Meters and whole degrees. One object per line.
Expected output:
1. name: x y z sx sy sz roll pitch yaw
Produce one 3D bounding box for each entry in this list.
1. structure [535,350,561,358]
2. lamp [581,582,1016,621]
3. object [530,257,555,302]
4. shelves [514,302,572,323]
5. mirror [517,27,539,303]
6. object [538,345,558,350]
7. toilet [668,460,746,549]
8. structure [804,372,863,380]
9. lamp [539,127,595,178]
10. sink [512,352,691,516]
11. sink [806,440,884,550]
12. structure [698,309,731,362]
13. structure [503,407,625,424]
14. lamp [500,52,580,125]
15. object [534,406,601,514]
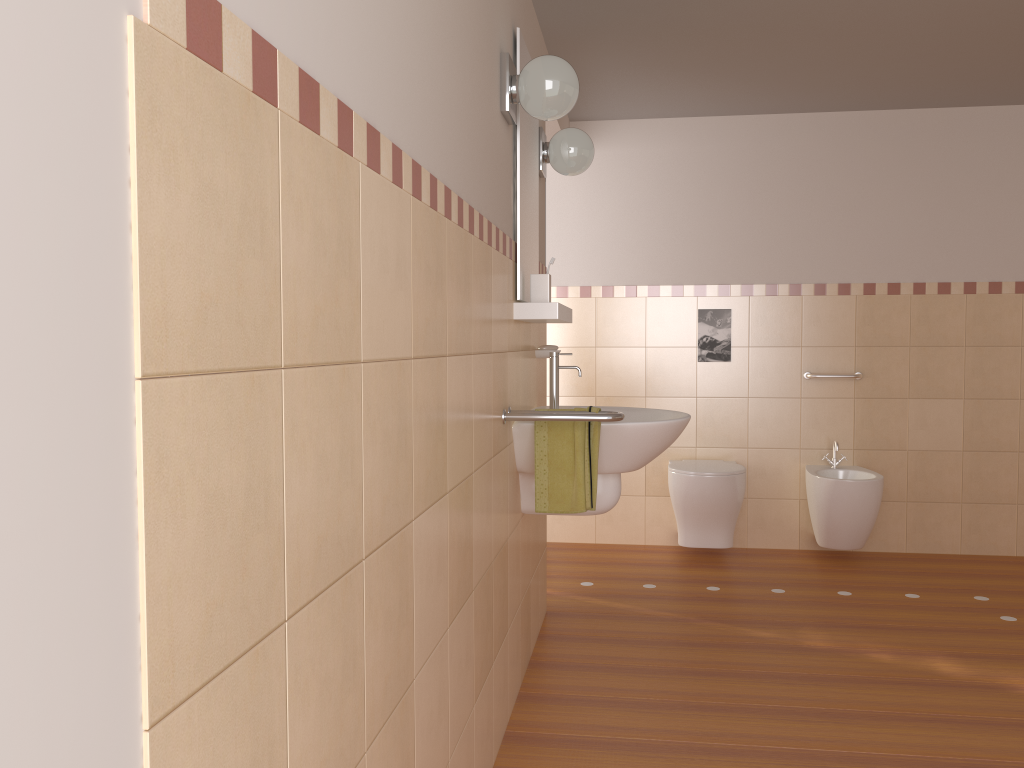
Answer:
1. structure: 0.132 -0.108 3.216 0.092 0.029 0.117 0 3 8
2. lamp: 0.372 0.979 2.434 2.893 0.001 3.173 0 3 8
3. object: 0.096 -0.321 2.753 0.073 0.149 0.063 0 3 8
4. shelves: 0.107 -0.228 2.883 0.138 0.050 0.554 0 3 8
5. mirror: 0.054 -0.660 2.870 0.008 0.799 0.502 0 3 8
6. object: 0.131 -0.130 3.216 0.075 0.023 0.050 -1 3 -27
7. toilet: 0.974 0.605 4.465 0.375 0.400 0.534 0 3 8
8. structure: 1.660 -0.041 4.561 0.295 0.042 0.091 0 3 8
9. lamp: 0.198 -0.851 3.256 0.209 0.173 0.173 0 3 8
10. sink: 0.305 0.155 2.872 0.539 0.516 0.683 0 3 8
11. sink: 1.631 0.550 4.377 0.335 0.517 0.515 0 3 8
12. structure: 1.067 -0.255 4.674 0.170 0.279 0.005 0 3 8
13. structure: 0.146 0.089 2.465 0.333 0.042 0.142 0 3 8
14. lamp: 0.081 -0.813 2.440 0.209 0.173 0.173 0 3 8
15. object: 0.159 0.214 2.527 0.181 0.306 0.085 1 3 24
